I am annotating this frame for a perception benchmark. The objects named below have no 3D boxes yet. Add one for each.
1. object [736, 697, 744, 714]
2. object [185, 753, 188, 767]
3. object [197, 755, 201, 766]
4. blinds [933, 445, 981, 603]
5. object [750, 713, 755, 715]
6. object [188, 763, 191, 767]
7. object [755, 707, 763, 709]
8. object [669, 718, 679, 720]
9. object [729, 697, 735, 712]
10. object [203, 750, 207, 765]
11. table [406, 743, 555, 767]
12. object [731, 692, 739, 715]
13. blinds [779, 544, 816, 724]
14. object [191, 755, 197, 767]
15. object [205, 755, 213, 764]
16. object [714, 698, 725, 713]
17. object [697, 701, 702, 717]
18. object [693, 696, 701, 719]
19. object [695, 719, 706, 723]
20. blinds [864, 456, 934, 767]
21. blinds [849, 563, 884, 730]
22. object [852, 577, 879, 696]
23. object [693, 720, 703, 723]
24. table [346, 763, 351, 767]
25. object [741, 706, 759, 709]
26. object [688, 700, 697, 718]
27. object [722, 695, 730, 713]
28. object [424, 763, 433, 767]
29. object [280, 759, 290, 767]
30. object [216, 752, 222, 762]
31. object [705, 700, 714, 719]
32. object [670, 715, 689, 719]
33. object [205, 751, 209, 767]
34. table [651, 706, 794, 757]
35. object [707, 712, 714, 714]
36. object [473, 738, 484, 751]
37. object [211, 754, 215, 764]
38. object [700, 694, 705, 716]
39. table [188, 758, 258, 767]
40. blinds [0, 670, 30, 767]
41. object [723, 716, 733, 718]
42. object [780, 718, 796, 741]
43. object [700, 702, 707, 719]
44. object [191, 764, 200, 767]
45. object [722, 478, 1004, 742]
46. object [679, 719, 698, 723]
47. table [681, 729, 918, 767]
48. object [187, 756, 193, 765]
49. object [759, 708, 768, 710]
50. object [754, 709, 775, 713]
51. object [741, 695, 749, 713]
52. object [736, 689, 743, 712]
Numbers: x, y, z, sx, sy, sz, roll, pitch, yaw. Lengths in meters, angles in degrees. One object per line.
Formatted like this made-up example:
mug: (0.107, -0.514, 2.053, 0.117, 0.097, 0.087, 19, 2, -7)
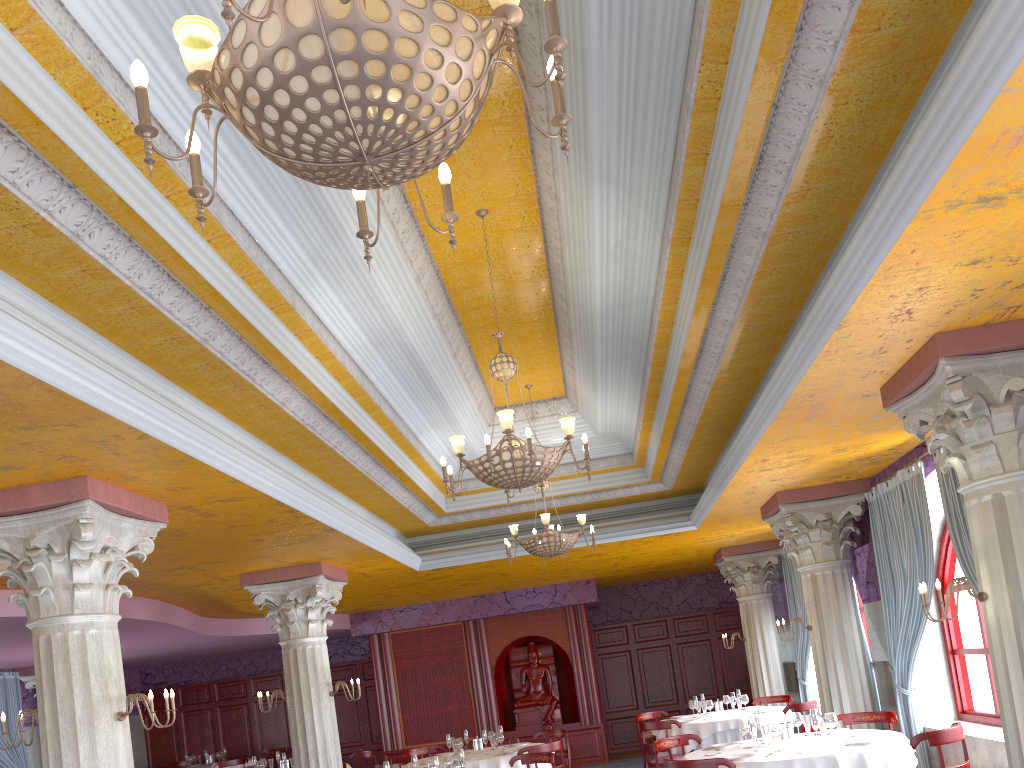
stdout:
object: (3.313, 4.685, 12.468, 0.085, 0.230, 0.089, -6, -6, -15)
object: (-6.829, 7.920, 17.990, 0.074, 0.326, 0.076, -8, -5, -4)
object: (-6.705, 8.092, 18.400, 0.085, 0.230, 0.089, -6, -6, -15)
blinds: (3.952, 1.988, 6.837, 0.245, 3.416, 1.758, -8, -7, 2)
object: (3.417, 4.637, 12.040, 0.027, 0.013, 0.243, 5, -22, -37)
object: (-6.736, 7.923, 17.893, 0.085, 0.230, 0.089, -6, -6, -15)
object: (3.778, 4.937, 13.061, 0.233, 0.013, 0.029, 8, -23, -39)
object: (2.472, 5.145, 13.156, 0.054, 0.019, 0.270, 4, -22, -33)
object: (3.344, 4.855, 12.976, 0.088, 0.230, 0.086, -11, -7, 29)
object: (-6.617, 8.062, 18.491, 0.074, 0.326, 0.076, -8, -5, -4)
table: (-0.408, 5.541, 11.711, 2.087, 0.922, 2.188, -9, -17, 5)
object: (3.212, 4.621, 12.384, 0.076, 0.326, 0.073, -12, -7, 41)
blinds: (4.662, 4.174, 13.496, 0.245, 3.416, 1.755, -8, -7, 5)
object: (-6.807, 8.072, 18.341, 0.126, 0.256, 0.122, -14, -9, 40)
object: (-6.452, 7.968, 18.218, 0.143, 0.205, 0.074, -5, -6, -15)
object: (3.093, 4.809, 12.821, 0.143, 0.205, 0.074, -5, -6, -15)
object: (2.841, 4.933, 13.003, 0.085, 0.230, 0.089, -6, -6, -15)
object: (2.716, 4.761, 12.593, 0.076, 0.326, 0.073, -12, -7, 41)
object: (2.660, 4.757, 12.100, 0.257, 0.019, 0.057, 6, -22, -35)
blinds: (4.165, 2.643, 8.832, 0.245, 3.416, 1.755, -8, -7, 5)
blinds: (4.449, 3.519, 11.502, 0.245, 3.416, 1.758, -8, -7, 2)
object: (5.147, 3.442, 12.502, 0.160, 2.453, 3.726, -8, -14, 3)
object: (2.635, 4.779, 12.127, 0.254, 0.003, 0.023, 9, -25, -40)
table: (-3.399, 6.366, 12.923, 2.087, 0.922, 2.188, -9, -17, 5)
object: (3.680, 4.998, 13.216, 0.314, 0.023, 0.328, -9, -19, 4)
object: (2.739, 4.914, 12.943, 0.124, 0.256, 0.124, -10, -8, 18)
object: (3.284, 4.885, 13.077, 0.122, 0.256, 0.126, -7, -7, -4)
object: (-0.823, 3.879, 8.542, 0.143, 0.205, 0.074, -5, -6, -15)
object: (-5.735, 6.168, 14.699, 5.850, 1.155, 0.354, -20, -11, 32)
object: (-6.134, 7.838, 17.927, 0.124, 0.256, 0.124, -10, -8, 18)
object: (2.866, 4.709, 12.396, 0.121, 0.256, 0.127, -4, -8, -27)
object: (2.611, 5.178, 13.316, 0.314, 0.023, 0.328, -9, -19, 4)
object: (-6.333, 7.780, 17.782, 0.074, 0.326, 0.076, -8, -5, -4)
table: (3.157, 5.389, 12.695, 2.087, 0.922, 2.188, -9, -17, 5)
object: (3.110, 5.154, 13.420, 0.162, 0.009, 0.163, -16, -20, 23)
object: (-0.472, 4.960, 11.836, 0.143, 0.205, 0.074, -5, -6, -15)
object: (-6.233, 7.844, 17.866, 0.085, 0.230, 0.089, -6, -6, -15)
object: (2.928, 4.903, 13.094, 0.076, 0.326, 0.073, -12, -7, 41)
table: (-6.388, 8.548, 18.093, 2.087, 0.922, 2.188, -9, -17, 5)
blinds: (-8.918, 6.586, 14.801, 0.245, 3.232, 1.889, -8, -8, 2)
object: (3.031, 4.703, 12.074, 0.160, 0.009, 0.165, 10, -26, -42)
object: (2.587, 3.250, 8.070, 0.143, 0.205, 0.074, -5, -6, -15)
object: (2.809, 4.764, 12.495, 0.085, 0.230, 0.089, -6, -6, -15)
object: (-6.934, 8.337, 18.713, 0.311, 0.023, 0.331, -3, -19, -15)
object: (3.709, 1.368, 5.137, 2.099, 3.459, 30.529, -8, -19, 3)
object: (2.502, 4.824, 12.239, 0.314, 0.023, 0.328, -9, -19, 4)
table: (2.652, 3.830, 7.944, 2.087, 0.922, 2.188, -9, -17, 5)
object: (-6.679, 7.867, 17.793, 0.126, 0.256, 0.122, -14, -9, 40)
object: (3.739, 4.825, 12.714, 0.162, 0.009, 0.163, -16, -20, 23)
object: (3.571, 4.644, 12.140, 0.314, 0.023, 0.328, -9, -19, 4)
object: (3.411, 4.680, 12.530, 0.124, 0.256, 0.124, -10, -8, 18)
object: (3.424, 4.764, 12.885, 0.076, 0.326, 0.073, -12, -7, 41)
